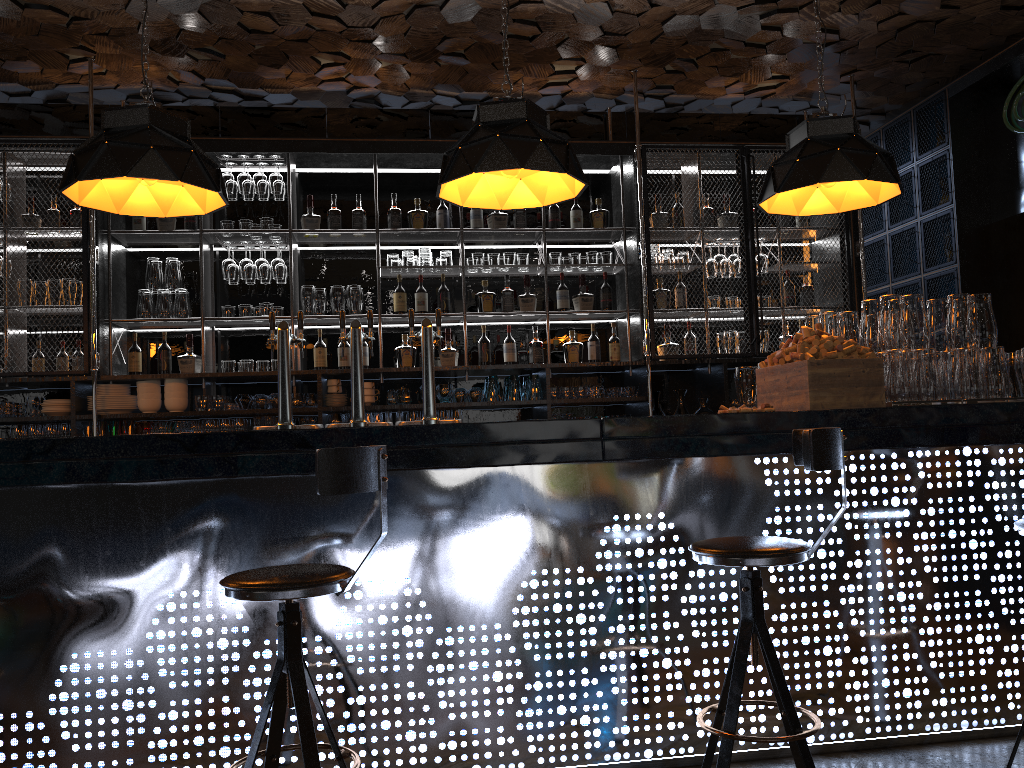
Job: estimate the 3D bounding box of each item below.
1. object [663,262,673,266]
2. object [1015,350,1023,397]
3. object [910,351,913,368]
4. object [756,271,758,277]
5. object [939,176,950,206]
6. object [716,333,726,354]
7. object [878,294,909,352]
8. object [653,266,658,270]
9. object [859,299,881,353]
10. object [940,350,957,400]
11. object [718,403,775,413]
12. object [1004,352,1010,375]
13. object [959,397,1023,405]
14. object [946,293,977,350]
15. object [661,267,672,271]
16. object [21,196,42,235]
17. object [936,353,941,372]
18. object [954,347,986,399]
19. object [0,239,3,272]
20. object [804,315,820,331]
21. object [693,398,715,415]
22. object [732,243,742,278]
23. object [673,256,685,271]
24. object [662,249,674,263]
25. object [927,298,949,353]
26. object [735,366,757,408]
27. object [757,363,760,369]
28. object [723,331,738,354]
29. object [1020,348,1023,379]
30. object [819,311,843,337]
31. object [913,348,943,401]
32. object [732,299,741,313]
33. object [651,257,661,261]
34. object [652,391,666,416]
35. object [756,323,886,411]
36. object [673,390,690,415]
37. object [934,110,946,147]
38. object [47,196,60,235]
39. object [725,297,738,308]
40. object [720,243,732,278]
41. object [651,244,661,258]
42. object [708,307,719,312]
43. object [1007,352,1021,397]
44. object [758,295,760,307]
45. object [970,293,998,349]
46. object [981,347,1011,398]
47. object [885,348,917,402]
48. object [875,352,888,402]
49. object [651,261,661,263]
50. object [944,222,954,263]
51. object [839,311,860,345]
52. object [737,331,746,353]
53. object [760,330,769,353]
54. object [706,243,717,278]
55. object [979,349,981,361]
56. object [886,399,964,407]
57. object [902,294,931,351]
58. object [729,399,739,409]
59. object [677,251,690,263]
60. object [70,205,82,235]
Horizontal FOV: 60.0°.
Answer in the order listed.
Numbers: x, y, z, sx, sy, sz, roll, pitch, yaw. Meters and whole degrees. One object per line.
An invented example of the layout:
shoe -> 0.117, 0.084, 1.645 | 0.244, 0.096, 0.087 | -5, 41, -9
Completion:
object -> 1.104, -0.884, 6.279 | 0.089, 0.092, 0.089 | -3, -3, 17
object -> 2.046, -0.031, 3.497 | 0.105, 0.209, 0.105 | -3, -3, 17
object -> 1.526, -0.019, 3.388 | 0.105, 0.209, 0.105 | -3, -3, 17
object -> 1.758, -0.907, 6.500 | 0.092, 0.244, 0.092 | -1, -3, -14
object -> 3.267, -1.429, 6.587 | 0.097, 0.290, 0.290 | -2, -3, -10
object -> 1.524, -0.261, 6.379 | 0.105, 0.209, 0.105 | -1, -3, -23
object -> 1.426, -0.228, 3.323 | 0.105, 0.209, 0.105 | -3, -3, 17
object -> 1.004, -0.874, 6.385 | 0.089, 0.092, 0.089 | -3, -3, 15
object -> 1.401, -0.221, 3.437 | 0.105, 0.209, 0.105 | -3, -3, 17
object -> 1.697, -0.024, 3.414 | 0.105, 0.209, 0.105 | -3, -3, 17
object -> 0.833, 0.093, 3.185 | 0.198, 0.045, 0.377 | -4, -4, 30
object -> 1.967, -0.022, 3.607 | 0.105, 0.209, 0.105 | -3, -3, 17
object -> 1.746, 0.072, 3.439 | 0.273, 0.019, 0.437 | -2, -3, -8
object -> 1.705, -0.236, 3.372 | 0.105, 0.209, 0.105 | -3, -3, 17
object -> 1.113, -0.875, 6.439 | 0.089, 0.092, 0.089 | -5, -4, 42
object -> -3.113, -1.092, 5.744 | 0.108, 0.244, 0.108 | -1, -3, -20
object -> 1.680, -0.017, 3.532 | 0.105, 0.209, 0.105 | -3, -3, 17
object -> 1.701, -0.031, 3.299 | 0.105, 0.209, 0.105 | -3, -3, 17
object -> -3.274, -0.813, 5.622 | 0.081, 0.213, 0.081 | -2, -3, -3
object -> 1.325, -0.194, 3.878 | 0.105, 0.209, 0.105 | -3, -3, 17
object -> 1.333, 0.224, 6.153 | 0.158, 0.248, 0.158 | -1, -3, -14
object -> 1.656, -0.904, 6.486 | 0.092, 0.244, 0.092 | -1, -3, -14
object -> 1.214, -0.879, 6.447 | 0.089, 0.092, 0.089 | -3, -3, 17
object -> 1.103, -0.904, 6.280 | 0.089, 0.092, 0.089 | -3, -3, 17
object -> 1.679, -0.229, 3.486 | 0.105, 0.209, 0.105 | -3, -3, 17
object -> 1.037, 0.030, 3.904 | 0.105, 0.209, 0.105 | -3, -3, 17
object -> 1.072, 0.016, 3.678 | 0.105, 0.209, 0.105 | 0, -4, -33
object -> 1.547, -0.268, 6.266 | 0.105, 0.209, 0.105 | -1, -3, -23
object -> 2.002, -0.036, 3.381 | 0.105, 0.209, 0.105 | 0, -4, -33
object -> 1.351, -0.201, 3.764 | 0.105, 0.209, 0.105 | -3, -3, 17
object -> 1.531, -0.025, 3.279 | 0.105, 0.209, 0.105 | -3, -3, 17
object -> 1.627, -0.567, 6.473 | 0.089, 0.092, 0.089 | 0, -4, -32
object -> 1.002, -0.904, 6.241 | 0.089, 0.092, 0.089 | -3, -3, 17
object -> 1.008, 0.207, 6.165 | 0.186, 0.307, 0.186 | -2, -3, -3
object -> 1.160, -0.063, 3.339 | 0.340, 0.332, 0.464 | -2, -3, -5
object -> 1.184, 0.199, 6.191 | 0.170, 0.313, 0.170 | -1, -3, -14
object -> 3.248, -1.896, 6.642 | 0.116, 0.358, 0.198 | -2, -3, -8
object -> -2.977, -1.098, 5.762 | 0.073, 0.246, 0.072 | -1, -3, -23
object -> 1.573, -0.572, 6.352 | 0.089, 0.092, 0.089 | -2, -3, -8
object -> 1.558, -0.901, 6.471 | 0.092, 0.244, 0.092 | -1, -3, -14
object -> 1.002, -0.930, 6.242 | 0.089, 0.092, 0.089 | -3, -3, 17
object -> 1.453, -0.566, 6.379 | 0.089, 0.092, 0.089 | 1, -4, -41
object -> 2.080, -0.025, 3.630 | 0.105, 0.209, 0.105 | -3, -3, 17
object -> 1.724, -0.580, 6.312 | 0.089, 0.092, 0.089 | -1, -3, -24
object -> 1.794, -0.238, 3.390 | 0.105, 0.209, 0.105 | -3, -3, 17
object -> 1.809, -0.033, 3.328 | 0.105, 0.209, 0.105 | -3, -3, 17
object -> 1.423, -0.023, 3.250 | 0.105, 0.209, 0.105 | -3, -3, 17
object -> 1.419, -0.016, 3.365 | 0.105, 0.209, 0.105 | -3, -3, 17
object -> 1.003, -0.882, 6.239 | 0.089, 0.092, 0.089 | -3, -3, 17
object -> 3.313, -1.030, 6.596 | 0.116, 0.358, 0.198 | 0, -4, -38
object -> 1.440, -0.204, 3.781 | 0.105, 0.209, 0.105 | -3, -3, 17
object -> 1.658, -0.268, 6.345 | 0.105, 0.209, 0.105 | -1, -3, -23
object -> 1.774, -0.274, 6.302 | 0.105, 0.209, 0.105 | -1, -3, -23
object -> 1.449, -0.898, 6.456 | 0.092, 0.244, 0.092 | -1, -3, -14
object -> 1.804, -0.027, 3.437 | 0.105, 0.209, 0.105 | -3, -3, 17
object -> 1.468, 0.080, 3.390 | 0.273, 0.019, 0.437 | -2, -3, -8
object -> 1.516, -0.231, 3.341 | 0.105, 0.209, 0.105 | -3, -3, 17
object -> 1.529, 0.222, 6.111 | 0.079, 0.231, 0.079 | -4, -4, 27
object -> 1.214, -0.888, 6.282 | 0.089, 0.092, 0.089 | -5, -4, 42
object -> -2.833, -1.103, 5.783 | 0.073, 0.246, 0.072 | -3, -3, 7
